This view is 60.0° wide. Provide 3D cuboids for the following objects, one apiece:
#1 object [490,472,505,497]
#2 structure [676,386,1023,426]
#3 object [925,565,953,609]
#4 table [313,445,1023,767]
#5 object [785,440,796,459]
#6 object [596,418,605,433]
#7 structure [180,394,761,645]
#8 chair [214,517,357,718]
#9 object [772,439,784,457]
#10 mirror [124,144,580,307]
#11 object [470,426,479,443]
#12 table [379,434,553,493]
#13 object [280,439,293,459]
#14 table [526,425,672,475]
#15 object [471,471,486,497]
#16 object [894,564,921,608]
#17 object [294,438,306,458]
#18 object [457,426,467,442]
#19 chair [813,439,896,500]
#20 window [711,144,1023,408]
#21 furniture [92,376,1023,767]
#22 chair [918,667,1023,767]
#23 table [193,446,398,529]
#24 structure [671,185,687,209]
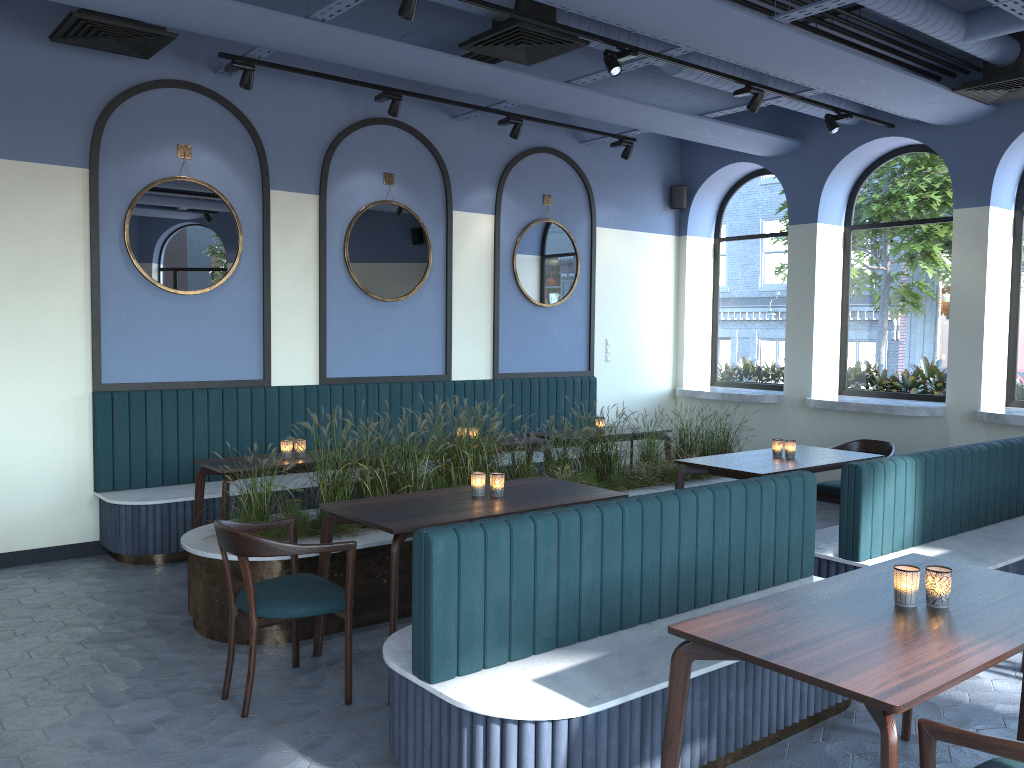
[{"bbox_3d":[-0.077,0.518,4.577,0.078,0.120,0.078,3,4,34],"label":"object"},{"bbox_3d":[2.496,0.503,2.913,4.315,0.080,14.155,1,4,12],"label":"structure"},{"bbox_3d":[1.346,0.642,2.802,0.078,0.120,0.078,3,4,34],"label":"object"},{"bbox_3d":[0.101,1.088,2.414,3.997,0.755,9.778,3,4,35],"label":"table"},{"bbox_3d":[1.917,0.450,6.108,0.078,0.120,0.078,-1,4,-22],"label":"object"},{"bbox_3d":[0.752,0.350,7.545,0.078,0.120,0.078,3,4,34],"label":"object"},{"bbox_3d":[0.204,0.640,6.129,4.878,1.207,1.143,-2,4,-37],"label":"structure"},{"bbox_3d":[-1.009,0.971,3.863,0.525,0.793,0.618,-2,4,-39],"label":"chair"},{"bbox_3d":[1.852,0.445,6.181,0.078,0.120,0.078,-1,4,-22],"label":"object"},{"bbox_3d":[-1.019,-1.248,7.575,4.357,1.089,0.026,-2,4,-39],"label":"mirror"},{"bbox_3d":[-0.286,0.386,6.747,0.078,0.120,0.078,3,4,34],"label":"object"},{"bbox_3d":[-0.333,0.822,6.765,1.332,0.755,0.548,-2,4,-39],"label":"table"},{"bbox_3d":[-1.480,0.427,5.822,0.078,0.120,0.078,-1,4,-22],"label":"object"},{"bbox_3d":[0.761,0.783,7.638,1.332,0.755,0.548,-2,4,-39],"label":"table"},{"bbox_3d":[-0.175,0.517,4.583,0.078,0.120,0.078,3,4,34],"label":"object"},{"bbox_3d":[1.248,0.640,2.808,0.078,0.120,0.078,3,4,34],"label":"object"},{"bbox_3d":[-1.406,0.424,5.887,0.078,0.120,0.078,-1,4,-22],"label":"object"},{"bbox_3d":[-0.384,0.384,6.753,0.078,0.120,0.078,3,4,34],"label":"object"},{"bbox_3d":[2.640,0.839,6.780,0.525,0.793,0.618,-2,4,-39],"label":"chair"},{"bbox_3d":[2.729,-0.718,2.810,3.897,2.394,14.212,1,4,12],"label":"window"},{"bbox_3d":[0.416,0.687,5.865,4.800,1.150,4.703,-2,4,-39],"label":"furniture"},{"bbox_3d":[1.313,1.103,2.117,0.618,0.793,0.525,-2,4,-39],"label":"chair"},{"bbox_3d":[-1.409,0.861,5.904,1.285,0.755,0.548,-2,4,-39],"label":"table"},{"bbox_3d":[-0.674,-1.708,3.610,7.261,0.268,13.143,3,4,34],"label":"structure"}]
